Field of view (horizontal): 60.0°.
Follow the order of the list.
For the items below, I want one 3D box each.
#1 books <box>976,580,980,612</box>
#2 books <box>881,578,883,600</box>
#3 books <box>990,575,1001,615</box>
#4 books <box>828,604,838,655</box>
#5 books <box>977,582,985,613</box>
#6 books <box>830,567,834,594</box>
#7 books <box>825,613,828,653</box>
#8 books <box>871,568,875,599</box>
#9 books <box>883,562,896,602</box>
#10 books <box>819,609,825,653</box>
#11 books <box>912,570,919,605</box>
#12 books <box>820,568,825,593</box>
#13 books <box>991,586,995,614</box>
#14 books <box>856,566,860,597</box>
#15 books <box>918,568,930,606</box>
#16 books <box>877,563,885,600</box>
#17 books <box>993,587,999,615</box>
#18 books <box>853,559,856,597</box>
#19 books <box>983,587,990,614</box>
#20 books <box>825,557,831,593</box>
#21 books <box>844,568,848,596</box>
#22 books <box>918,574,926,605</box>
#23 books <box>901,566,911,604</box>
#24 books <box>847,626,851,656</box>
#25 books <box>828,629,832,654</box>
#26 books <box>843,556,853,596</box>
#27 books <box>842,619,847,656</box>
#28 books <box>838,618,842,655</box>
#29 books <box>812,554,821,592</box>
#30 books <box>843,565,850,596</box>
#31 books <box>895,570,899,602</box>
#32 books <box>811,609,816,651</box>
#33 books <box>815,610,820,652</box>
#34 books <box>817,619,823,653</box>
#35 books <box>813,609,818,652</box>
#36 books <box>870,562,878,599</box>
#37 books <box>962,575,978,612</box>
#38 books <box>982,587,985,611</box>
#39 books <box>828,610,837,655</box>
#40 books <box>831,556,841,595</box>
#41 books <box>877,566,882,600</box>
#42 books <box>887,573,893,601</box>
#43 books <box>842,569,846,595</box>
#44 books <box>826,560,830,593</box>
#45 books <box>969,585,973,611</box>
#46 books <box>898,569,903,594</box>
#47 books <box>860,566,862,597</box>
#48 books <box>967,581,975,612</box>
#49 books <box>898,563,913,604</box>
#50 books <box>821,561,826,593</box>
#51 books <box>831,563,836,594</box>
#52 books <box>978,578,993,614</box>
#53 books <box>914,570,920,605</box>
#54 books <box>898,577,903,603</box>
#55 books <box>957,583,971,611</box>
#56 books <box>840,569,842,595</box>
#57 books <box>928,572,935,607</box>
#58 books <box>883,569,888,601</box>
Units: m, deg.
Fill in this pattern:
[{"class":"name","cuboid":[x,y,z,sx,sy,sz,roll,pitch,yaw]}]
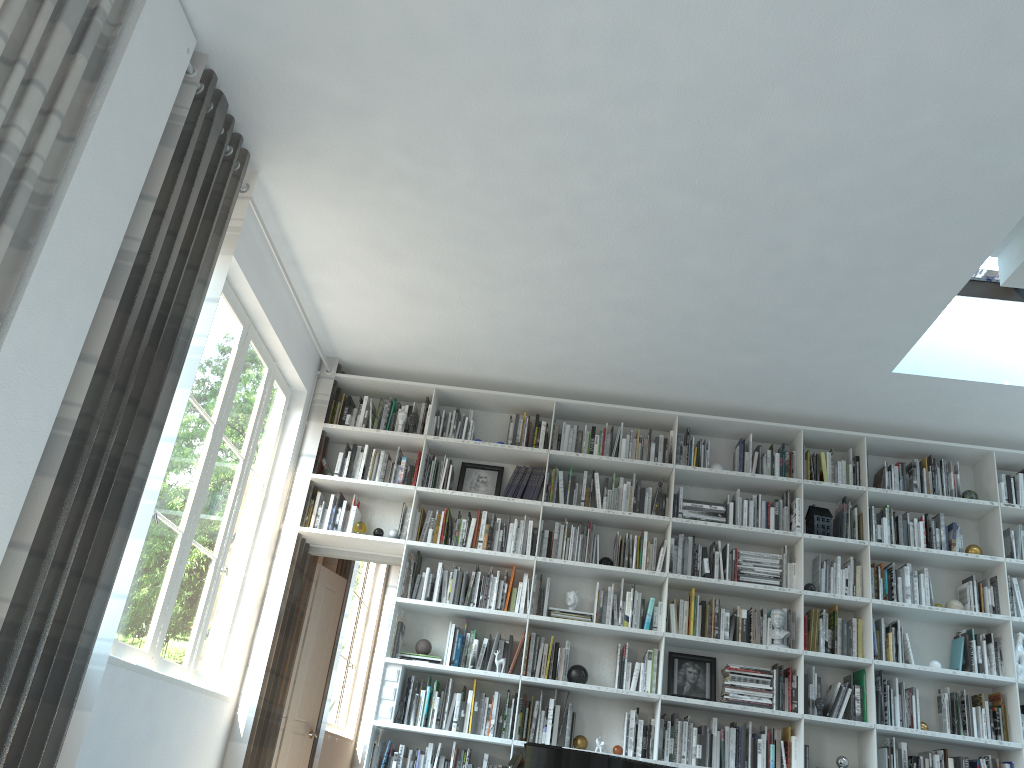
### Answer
[{"class":"books","cuboid":[2.955,1.394,5.696,0.016,0.242,0.152,6,-25,4]},{"class":"books","cuboid":[2.360,1.357,5.725,0.021,0.178,0.137,6,-25,4]},{"class":"books","cuboid":[3.073,1.383,5.678,0.005,0.276,0.183,6,-25,4]},{"class":"books","cuboid":[2.032,1.580,5.621,0.021,0.336,0.170,6,-25,4]},{"class":"books","cuboid":[2.982,1.405,5.692,0.016,0.227,0.161,6,-25,4]},{"class":"books","cuboid":[2.051,1.309,5.752,0.023,0.206,0.171,6,-25,4]},{"class":"books","cuboid":[1.971,1.608,5.629,0.035,0.277,0.139,6,-25,4]},{"class":"books","cuboid":[2.312,1.326,5.750,0.030,0.241,0.139,6,-25,4]},{"class":"books","cuboid":[2.436,1.310,5.722,0.014,0.279,0.178,6,-25,4]},{"class":"books","cuboid":[1.952,1.589,5.613,0.019,0.293,0.164,6,-25,4]},{"class":"books","cuboid":[2.568,1.344,5.712,0.025,0.243,0.184,6,-25,4]},{"class":"books","cuboid":[1.987,1.305,5.738,0.028,0.184,0.182,6,-25,4]},{"class":"books","cuboid":[3.034,1.414,5.667,0.013,0.203,0.174,6,-25,4]},{"class":"books","cuboid":[2.207,1.307,5.726,0.028,0.228,0.177,6,-25,4]},{"class":"books","cuboid":[2.639,1.337,5.708,0.024,0.271,0.170,6,-25,4]},{"class":"books","cuboid":[2.385,1.318,5.761,0.014,0.282,0.136,6,-25,4]},{"class":"books","cuboid":[3.059,1.417,5.670,0.012,0.205,0.170,6,-25,4]},{"class":"books","cuboid":[2.194,1.291,5.751,0.025,0.276,0.173,6,-25,4]},{"class":"books","cuboid":[3.007,1.416,5.679,0.013,0.201,0.174,6,-25,4]},{"class":"books","cuboid":[2.044,1.277,5.768,0.019,0.274,0.146,6,-25,4]},{"class":"books","cuboid":[2.138,1.312,5.735,0.029,0.210,0.158,6,-25,4]},{"class":"books","cuboid":[2.614,1.357,5.711,0.021,0.231,0.184,6,-25,4]},{"class":"books","cuboid":[2.515,1.325,5.710,0.030,0.262,0.183,6,-25,4]},{"class":"books","cuboid":[2.088,1.642,5.577,0.034,0.203,0.182,6,-25,4]},{"class":"books","cuboid":[1.990,1.656,5.610,0.030,0.180,0.132,6,-25,4]},{"class":"books","cuboid":[2.179,1.283,5.758,0.028,0.292,0.155,6,-25,4]},{"class":"books","cuboid":[2.066,1.619,5.579,0.027,0.241,0.189,6,-25,4]},{"class":"books","cuboid":[2.044,1.622,5.605,0.033,0.252,0.175,6,-25,4]},{"class":"books","cuboid":[1.982,1.268,5.779,0.018,0.284,0.160,6,-25,4]},{"class":"books","cuboid":[2.158,1.307,5.745,0.024,0.233,0.150,6,-25,4]},{"class":"books","cuboid":[2.452,1.334,5.718,0.022,0.236,0.165,6,-25,4]},{"class":"books","cuboid":[1.891,1.588,5.628,0.035,0.292,0.145,6,-25,4]},{"class":"books","cuboid":[1.916,1.591,5.627,0.035,0.292,0.145,6,-25,4]},{"class":"books","cuboid":[1.931,1.616,5.604,0.015,0.230,0.181,6,-25,4]},{"class":"books","cuboid":[1.903,1.583,5.614,0.035,0.292,0.145,6,-25,4]},{"class":"books","cuboid":[2.336,1.310,5.752,0.014,0.277,0.154,6,-25,4]},{"class":"books","cuboid":[2.941,1.376,5.692,0.015,0.266,0.165,6,-25,4]},{"class":"books","cuboid":[2.995,1.418,5.691,0.012,0.205,0.138,6,-25,4]},{"class":"books","cuboid":[2.016,1.591,5.596,0.019,0.291,0.183,6,-25,4]},{"class":"books","cuboid":[2.087,1.270,5.739,0.028,0.274,0.187,6,-25,4]},{"class":"books","cuboid":[2.347,1.319,5.730,0.014,0.246,0.177,6,-25,4]},{"class":"books","cuboid":[2.413,1.345,5.728,0.026,0.215,0.162,6,-25,4]},{"class":"books","cuboid":[2.116,1.316,5.733,0.027,0.195,0.186,6,-25,4]},{"class":"books","cuboid":[2.028,1.287,5.762,0.028,0.249,0.165,6,-25,4]},{"class":"books","cuboid":[2.916,1.408,5.693,0.005,0.204,0.154,6,-25,4]},{"class":"books","cuboid":[2.494,1.336,5.732,0.011,0.255,0.132,6,-25,4]},{"class":"books","cuboid":[2.227,1.312,5.740,0.026,0.237,0.174,6,-25,4]},{"class":"books","cuboid":[2.926,1.396,5.696,0.012,0.231,0.155,6,-25,4]},{"class":"books","cuboid":[2.546,1.325,5.738,0.027,0.294,0.160,6,-25,4]},{"class":"books","cuboid":[2.010,1.290,5.767,0.024,0.241,0.160,6,-25,4]},{"class":"books","cuboid":[2.068,1.295,5.752,0.023,0.235,0.179,6,-25,4]},{"class":"books","cuboid":[3.024,1.389,5.680,0.016,0.255,0.176,6,-25,4]},{"class":"books","cuboid":[2.594,1.348,5.732,0.024,0.261,0.134,6,-25,4]},{"class":"books","cuboid":[2.472,1.360,5.715,0.025,0.193,0.171,6,-25,4]},{"class":"books","cuboid":[2.907,1.402,5.700,0.015,0.219,0.140,6,-25,4]},{"class":"books","cuboid":[2.097,1.313,5.732,0.024,0.194,0.173,6,-25,4]},{"class":"books","cuboid":[2.676,1.360,5.722,0.034,0.253,0.161,6,-25,4]},{"class":"books","cuboid":[2.395,1.333,5.732,0.013,0.235,0.158,6,-25,4]}]
